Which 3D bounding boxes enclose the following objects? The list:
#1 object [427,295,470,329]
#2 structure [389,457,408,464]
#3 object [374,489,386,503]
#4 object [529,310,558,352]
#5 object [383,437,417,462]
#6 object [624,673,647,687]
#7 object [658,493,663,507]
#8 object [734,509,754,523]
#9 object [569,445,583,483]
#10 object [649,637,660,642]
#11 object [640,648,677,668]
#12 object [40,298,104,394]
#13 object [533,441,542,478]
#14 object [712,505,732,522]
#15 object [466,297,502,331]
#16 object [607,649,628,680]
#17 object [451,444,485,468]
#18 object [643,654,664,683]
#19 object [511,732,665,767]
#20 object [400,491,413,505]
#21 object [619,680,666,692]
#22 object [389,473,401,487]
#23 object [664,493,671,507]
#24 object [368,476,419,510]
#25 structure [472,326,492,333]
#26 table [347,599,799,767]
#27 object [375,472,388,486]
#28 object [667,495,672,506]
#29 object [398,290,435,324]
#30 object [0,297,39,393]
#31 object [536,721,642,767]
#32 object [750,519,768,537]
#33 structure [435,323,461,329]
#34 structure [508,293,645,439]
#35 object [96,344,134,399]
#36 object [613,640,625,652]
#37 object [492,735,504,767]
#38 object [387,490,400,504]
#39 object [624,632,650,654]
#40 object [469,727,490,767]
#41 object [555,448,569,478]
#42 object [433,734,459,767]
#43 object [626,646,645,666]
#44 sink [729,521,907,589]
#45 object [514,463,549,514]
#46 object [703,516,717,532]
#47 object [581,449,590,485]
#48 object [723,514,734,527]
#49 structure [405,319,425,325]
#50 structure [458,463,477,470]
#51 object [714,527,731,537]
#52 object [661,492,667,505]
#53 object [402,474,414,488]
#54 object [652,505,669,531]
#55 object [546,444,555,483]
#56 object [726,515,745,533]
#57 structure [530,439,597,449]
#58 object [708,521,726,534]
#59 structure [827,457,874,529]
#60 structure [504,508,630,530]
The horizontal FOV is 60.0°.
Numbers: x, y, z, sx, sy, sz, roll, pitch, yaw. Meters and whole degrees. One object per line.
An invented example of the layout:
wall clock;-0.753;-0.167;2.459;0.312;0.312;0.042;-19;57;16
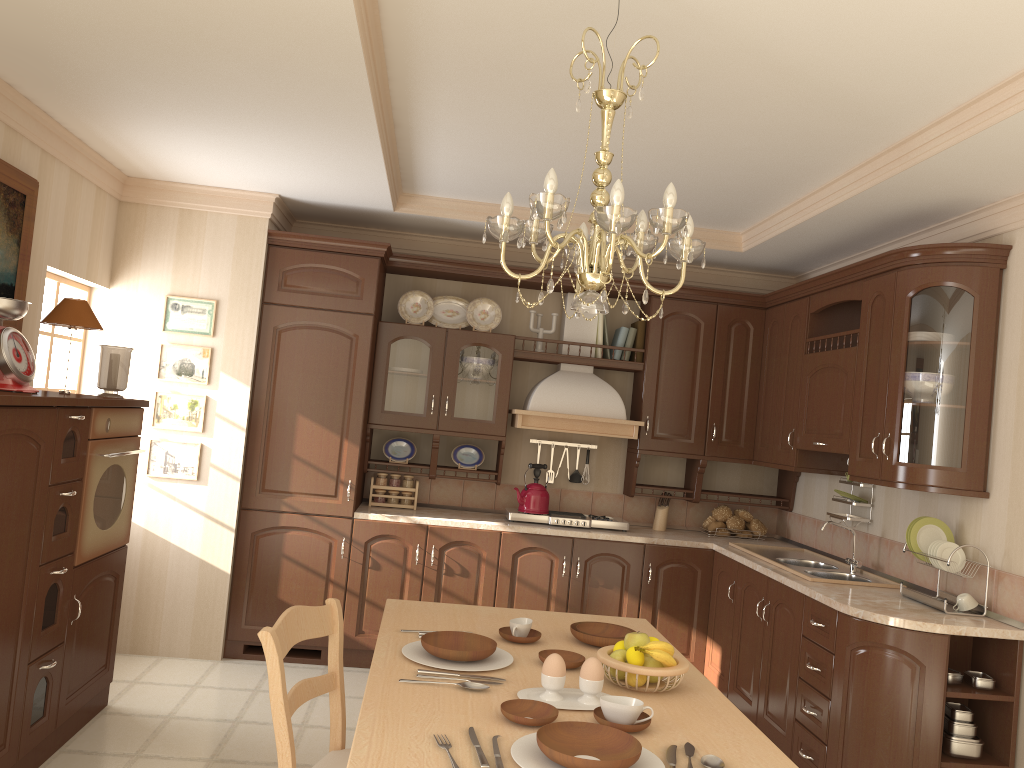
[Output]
object;-0.375;-0.435;5.357;0.342;0.209;0.073;6;-2;-4
structure;-0.671;0.409;5.303;0.110;0.126;0.080;6;-2;-5
object;-0.780;0.664;5.242;0.068;0.088;0.068;5;-2;11
object;0.160;-0.312;5.375;0.163;0.248;0.174;8;-3;-42
object;-0.672;0.393;5.308;0.202;0.143;0.071;6;-2;-7
object;0.309;0.734;2.217;0.055;0.046;0.046;4;-3;28
object;0.904;0.767;5.444;0.053;0.198;0.027;6;-2;-21
object;1.420;0.807;5.444;0.112;0.078;0.125;6;-2;-11
object;0.405;0.499;5.516;0.088;0.236;0.028;6;-2;-5
object;0.365;0.685;2.324;0.054;0.046;0.047;4;-3;37
object;0.379;0.703;2.230;0.064;0.094;0.176;4;-3;32
object;-1.796;-0.152;3.605;0.237;0.388;0.235;5;-2;7
object;0.163;0.470;5.481;0.048;0.231;0.015;6;-2;-4
object;1.283;0.790;5.414;0.118;0.105;0.100;6;-2;-10
object;-0.169;-0.418;5.318;0.220;0.210;0.068;6;-2;-7
object;0.280;0.718;2.269;0.074;0.076;0.072;7;-3;-30
object;-0.265;0.434;5.341;0.202;0.143;0.071;6;-2;-7
object;0.354;0.725;2.259;0.077;0.065;0.076;7;-3;-28
object;0.146;0.727;1.712;0.299;0.009;0.299;7;-3;-26
object;-0.626;0.680;5.267;0.068;0.088;0.068;5;-2;11
object;0.330;0.766;2.276;0.128;0.011;0.128;4;-3;36
object;-0.693;0.573;5.259;0.068;0.088;0.068;5;-2;11
object;0.940;0.765;5.436;0.053;0.198;0.027;6;-2;-21
object;-0.703;0.645;5.257;0.276;0.170;0.140;6;-2;-9
structure;-0.176;-0.368;5.313;0.110;0.126;0.080;6;-2;-5
table;0.055;1.133;2.253;0.900;0.774;1.567;6;-2;-5
object;-0.770;0.565;5.246;0.068;0.088;0.068;5;-2;11
object;0.959;0.758;5.470;0.050;0.159;0.022;7;-3;-36
object;-0.571;-0.459;5.283;0.220;0.210;0.068;6;-2;-7
object;-1.804;-0.140;3.113;0.263;0.317;0.218;6;-2;-1
object;0.147;0.708;1.712;0.204;0.042;0.204;7;-3;-35
object;1.494;0.873;5.383;0.097;0.106;0.117;4;-3;40
structure;-0.380;-0.387;5.350;0.154;0.126;0.080;6;-2;-5
structure;0.402;-0.127;5.323;0.753;0.845;0.455;6;-2;-5
object;-1.719;-0.052;3.823;0.144;0.220;0.144;6;-2;-22
object;0.289;0.697;2.326;0.045;0.047;0.055;4;-3;27
object;-0.025;0.711;1.699;0.022;0.008;0.218;6;-2;-3
object;-0.703;0.672;5.255;0.068;0.088;0.068;5;-2;11
object;0.323;0.673;2.292;0.068;0.061;0.069;5;-2;11
object;-0.068;0.708;1.733;0.018;0.008;0.212;6;-2;-10
object;0.321;0.492;5.496;0.089;0.195;0.005;6;-2;-5
object;-0.117;0.703;1.676;0.028;0.004;0.218;6;-2;-15
object;0.310;0.687;2.231;0.045;0.053;0.051;6;-2;-17
sink;1.497;0.845;4.478;0.448;0.348;1.077;6;-2;-5
object;0.131;0.603;5.143;0.181;0.282;0.227;5;-2;18
object;1.224;0.858;5.452;0.123;0.109;0.092;7;-3;-38
object;0.465;0.516;5.508;0.049;0.219;0.049;7;-3;-28
object;1.332;0.840;5.471;0.113;0.092;0.110;8;-3;-43
structure;-0.573;-0.408;5.278;0.110;0.126;0.080;6;-2;-5
structure;-0.264;0.450;5.337;0.110;0.126;0.080;6;-2;-5
object;1.278;0.899;5.407;0.114;0.058;0.119;7;-3;-40
object;0.926;0.759;5.466;0.027;0.191;0.052;4;-3;41
object;-0.617;0.580;5.271;0.068;0.088;0.068;5;-2;11
object;0.920;0.820;5.439;0.078;0.148;0.151;4;-3;32
object;0.244;0.491;5.490;0.051;0.245;0.003;6;-2;-5
object;1.353;0.847;5.372;0.110;0.102;0.115;5;-2;24
structure;0.321;0.373;5.507;0.422;0.020;0.008;6;-2;-5
object;1.242;0.875;5.383;0.104;0.092;0.114;4;-3;42
structure;1.747;0.557;4.580;0.131;0.361;0.256;6;-2;-5
structure;0.322;0.789;5.200;0.710;0.054;0.325;6;-2;-5
